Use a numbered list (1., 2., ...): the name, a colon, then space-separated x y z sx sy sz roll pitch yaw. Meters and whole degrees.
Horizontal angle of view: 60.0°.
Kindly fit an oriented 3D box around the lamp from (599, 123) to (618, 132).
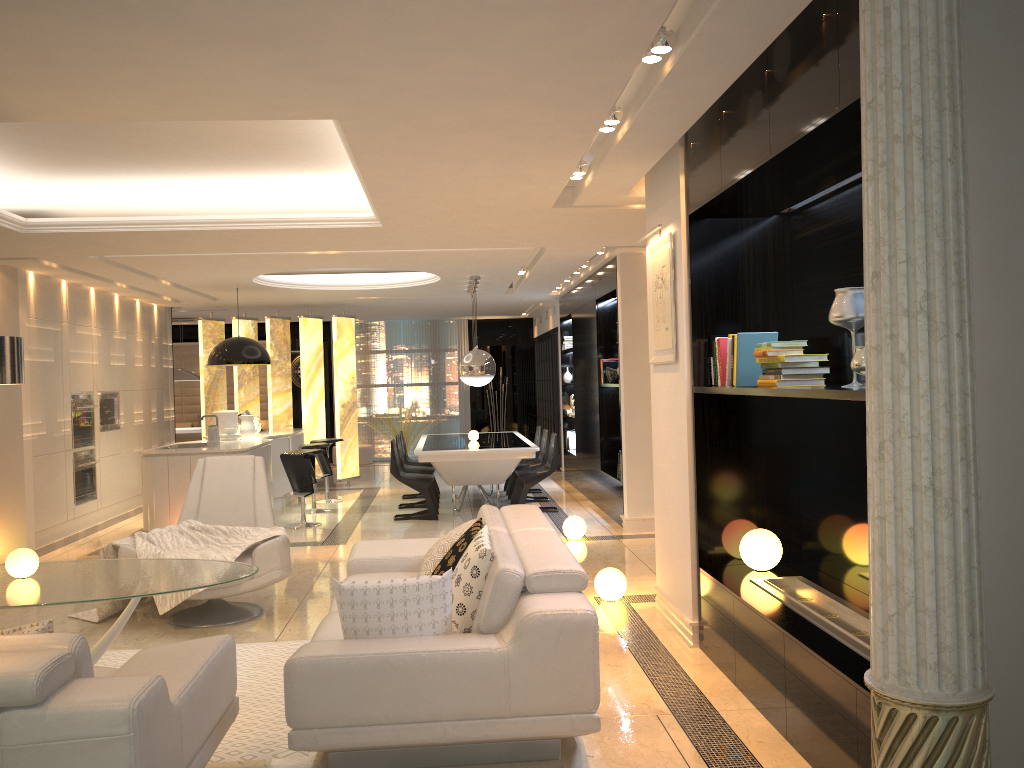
1. lamp: 0.460 -1.290 4.307 0.107 0.127 0.107 -2 0 7

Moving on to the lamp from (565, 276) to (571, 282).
1. lamp: 0.679 -1.334 11.016 0.107 0.127 0.107 -2 0 -23

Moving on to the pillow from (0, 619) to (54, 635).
1. pillow: -1.653 0.927 2.825 0.463 0.380 0.222 -2 0 0

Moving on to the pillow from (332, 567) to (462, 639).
1. pillow: -0.446 0.897 3.583 0.521 0.325 0.281 -2 0 5

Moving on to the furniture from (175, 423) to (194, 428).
1. furniture: -6.858 1.179 16.916 1.312 0.810 1.107 -2 0 -4

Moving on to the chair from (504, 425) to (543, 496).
1. chair: 0.138 0.977 11.478 0.496 0.858 0.523 -2 0 -4

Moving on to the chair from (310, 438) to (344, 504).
1. chair: -2.333 1.086 11.142 0.380 0.789 0.380 -2 0 -36

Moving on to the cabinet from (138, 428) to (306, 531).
1. cabinet: -3.174 1.068 10.254 1.046 0.887 3.752 -2 0 -4

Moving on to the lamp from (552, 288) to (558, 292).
1. lamp: 0.588 -1.338 12.274 0.107 0.127 0.107 -2 0 -23

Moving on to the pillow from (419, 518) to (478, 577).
1. pillow: -0.332 0.908 4.800 0.351 0.329 0.521 -2 0 -4

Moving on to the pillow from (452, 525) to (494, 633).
1. pillow: -0.214 0.861 3.891 0.255 0.399 0.526 -2 0 -4

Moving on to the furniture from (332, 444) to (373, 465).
1. furniture: -2.917 1.290 16.247 0.735 0.357 0.735 -2 0 -2

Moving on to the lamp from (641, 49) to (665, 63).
1. lamp: 0.529 -1.287 3.367 0.107 0.127 0.107 -2 0 -23

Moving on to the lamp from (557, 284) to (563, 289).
1. lamp: 0.620 -1.336 11.826 0.107 0.127 0.107 -2 0 -23

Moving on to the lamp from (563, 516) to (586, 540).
1. lamp: 0.568 1.305 8.052 0.212 0.214 0.213 -1 0 35

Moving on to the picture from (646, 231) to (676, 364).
1. picture: 0.876 -0.485 5.208 0.027 0.729 0.610 -2 0 -4

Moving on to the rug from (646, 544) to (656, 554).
1. rug: 3.709 1.317 7.092 5.025 0.015 1.526 -2 0 -4

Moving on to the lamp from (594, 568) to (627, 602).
1. lamp: 0.647 1.315 5.825 0.212 0.214 0.213 -1 0 35

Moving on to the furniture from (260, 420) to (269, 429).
1. furniture: -4.956 1.122 17.054 1.312 0.810 1.107 -2 0 -4

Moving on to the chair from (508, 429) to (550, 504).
1. chair: 0.197 0.979 10.673 0.496 0.858 0.523 -2 0 -4

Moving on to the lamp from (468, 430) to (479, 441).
1. lamp: -0.451 0.606 10.431 0.125 0.125 0.125 -2 0 -44

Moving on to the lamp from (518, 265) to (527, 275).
1. lamp: 0.106 -1.311 10.033 0.107 0.127 0.271 -2 0 -4

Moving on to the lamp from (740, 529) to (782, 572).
1. lamp: 1.289 0.858 4.594 0.212 0.214 0.213 -1 0 35

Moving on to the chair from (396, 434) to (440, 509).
1. chair: -1.117 1.020 10.472 0.496 0.858 0.523 -2 0 -4

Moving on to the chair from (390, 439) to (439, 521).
1. chair: -1.054 1.023 9.607 0.496 0.858 0.523 -2 0 -4

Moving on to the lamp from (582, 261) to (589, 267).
1. lamp: 0.782 -1.329 9.609 0.107 0.127 0.107 -2 0 -23

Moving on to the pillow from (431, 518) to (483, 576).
1. pillow: -0.290 0.875 4.344 0.323 0.355 0.524 -2 0 -4

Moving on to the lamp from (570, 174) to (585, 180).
1. lamp: 0.386 -1.293 5.335 0.107 0.127 0.107 -2 0 7

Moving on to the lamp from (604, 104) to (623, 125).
1. lamp: 0.469 -1.289 4.186 0.107 0.127 0.107 -2 0 -23

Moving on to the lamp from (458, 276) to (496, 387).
1. lamp: -0.445 -0.586 10.546 0.408 1.226 1.827 -2 0 -4

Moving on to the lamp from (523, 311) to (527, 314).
1. lamp: 0.216 -1.350 16.384 0.107 0.127 0.107 -2 0 -23

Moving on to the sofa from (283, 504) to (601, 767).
1. sofa: -0.325 1.082 4.281 1.145 0.754 2.328 -2 0 -4

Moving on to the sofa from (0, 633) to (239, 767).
1. sofa: -2.183 1.146 2.844 2.328 0.754 1.145 -2 0 -4

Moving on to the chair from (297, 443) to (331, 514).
1. chair: -2.312 1.090 10.309 0.380 0.789 0.380 -2 0 -21

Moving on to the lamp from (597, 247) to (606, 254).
1. lamp: 0.855 -1.326 8.607 0.107 0.127 0.107 -2 0 -23

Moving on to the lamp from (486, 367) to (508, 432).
1. lamp: -0.270 0.488 16.589 0.418 1.801 0.200 -2 0 -4

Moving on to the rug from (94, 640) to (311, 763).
1. rug: -2.302 1.514 4.217 2.900 0.020 1.661 -2 0 -4

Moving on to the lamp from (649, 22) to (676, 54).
1. lamp: 0.544 -1.274 3.238 0.107 0.127 0.107 -2 0 -23

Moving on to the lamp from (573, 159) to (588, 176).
1. lamp: 0.394 -1.293 5.220 0.107 0.127 0.107 -2 0 7

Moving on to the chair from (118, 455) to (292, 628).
1. chair: -1.941 1.003 5.863 1.027 0.991 0.983 -2 0 -5

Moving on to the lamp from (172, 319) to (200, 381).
1. lamp: -5.789 -0.537 14.506 1.578 0.995 0.939 -2 0 -4

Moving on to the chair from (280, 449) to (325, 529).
1. chair: -2.200 1.093 9.311 0.380 0.789 0.380 -2 0 29

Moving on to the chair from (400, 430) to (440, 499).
1. chair: -1.178 1.017 11.319 0.496 0.858 0.523 -2 0 -4

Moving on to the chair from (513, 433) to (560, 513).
1. chair: 0.259 0.982 9.826 0.496 0.858 0.523 -2 0 -4

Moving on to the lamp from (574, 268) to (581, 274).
1. lamp: 0.738 -1.331 10.204 0.107 0.127 0.107 -2 0 -23

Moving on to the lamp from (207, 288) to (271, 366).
1. lamp: -3.169 -0.668 10.278 0.710 0.898 0.710 -2 0 6

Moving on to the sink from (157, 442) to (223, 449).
1. sink: -3.298 0.707 9.095 0.485 0.152 0.738 -2 0 -4
